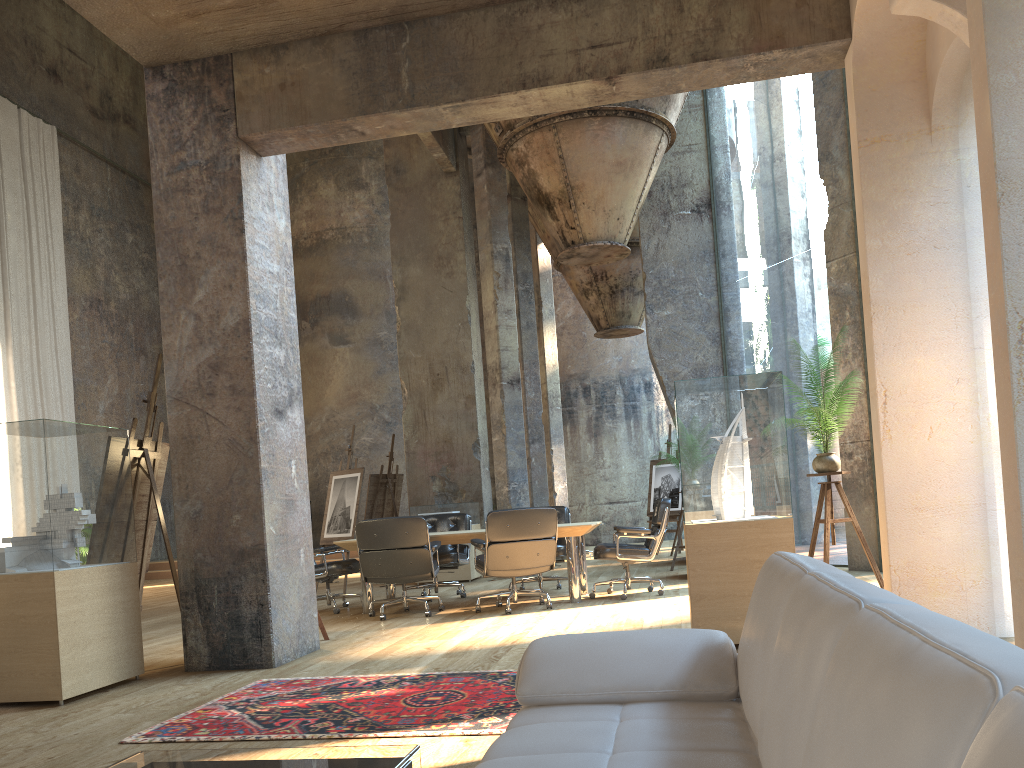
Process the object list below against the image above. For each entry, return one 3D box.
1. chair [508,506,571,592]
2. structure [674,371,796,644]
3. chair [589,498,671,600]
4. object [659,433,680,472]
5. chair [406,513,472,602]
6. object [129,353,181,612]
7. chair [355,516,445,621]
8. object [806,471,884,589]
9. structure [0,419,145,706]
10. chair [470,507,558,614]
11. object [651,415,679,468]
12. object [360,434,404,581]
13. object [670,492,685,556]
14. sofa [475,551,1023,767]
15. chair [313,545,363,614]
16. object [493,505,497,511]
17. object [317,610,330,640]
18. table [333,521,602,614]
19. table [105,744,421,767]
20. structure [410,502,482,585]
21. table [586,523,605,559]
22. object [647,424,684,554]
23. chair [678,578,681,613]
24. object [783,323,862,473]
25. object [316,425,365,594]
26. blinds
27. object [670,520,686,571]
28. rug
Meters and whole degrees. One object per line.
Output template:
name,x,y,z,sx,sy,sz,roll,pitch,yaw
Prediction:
chair,0.278,1.724,9.141,0.731,0.888,0.825,-5,-4,11
structure,1.338,0.771,5.313,0.595,1.541,0.745,-4,-2,10
chair,1.098,1.532,8.212,0.821,0.888,0.734,-4,-4,5
object,2.575,1.153,13.208,0.692,0.935,0.860,-6,-4,31
chair,-0.817,1.831,9.344,0.732,0.888,0.824,-5,-4,17
object,-2.556,0.876,6.004,0.686,2.138,0.702,-4,-1,9
chair,-0.985,1.631,7.867,0.730,0.888,0.826,-4,-4,4
object,2.008,1.063,5.672,0.656,0.968,0.575,-3,-3,-26
structure,-2.678,1.030,5.121,0.595,1.541,0.745,-4,-2,10
chair,0.012,1.538,7.714,0.728,0.888,0.828,-3,-4,-16
object,2.109,0.839,10.791,0.861,0.936,0.690,-5,-3,13
object,-1.852,1.824,12.962,0.688,2.138,0.700,-5,-2,36
object,2.693,2.088,13.165,0.659,0.968,0.573,-4,-2,4
sofa,-0.310,0.715,1.244,2.068,0.717,2.946,-5,-8,10
chair,-1.885,1.826,8.778,0.822,0.888,0.734,-5,-4,6
object,-0.687,3.172,20.215,0.916,0.986,0.909,-6,-4,21
object,-1.693,1.315,6.660,0.572,1.292,0.660,-4,-2,10
table,-0.356,1.769,8.484,2.414,0.697,1.111,-5,-6,10
table,-0.702,1.142,2.339,0.861,0.245,0.372,-5,-6,10
structure,-0.845,2.090,11.568,0.744,1.010,0.738,-5,-3,10
table,0.602,2.660,14.635,1.874,0.544,0.946,-5,-6,10
object,2.568,1.708,14.357,0.706,2.138,0.682,-5,-2,39
chair,-3.461,1.556,6.528,12.975,1.026,31.694,-5,-8,10
object,2.002,0.113,5.675,0.688,0.935,0.865,-4,-4,1
object,-2.091,1.572,11.084,0.706,2.138,0.682,-5,-2,42
blinds,-8.999,-1.046,12.754,0.275,8.603,7.864,-4,-4,11
object,2.316,1.759,10.678,0.657,0.968,0.575,-1,-4,-44
rug,-0.366,1.497,4.181,2.467,0.009,1.354,-6,-8,10
